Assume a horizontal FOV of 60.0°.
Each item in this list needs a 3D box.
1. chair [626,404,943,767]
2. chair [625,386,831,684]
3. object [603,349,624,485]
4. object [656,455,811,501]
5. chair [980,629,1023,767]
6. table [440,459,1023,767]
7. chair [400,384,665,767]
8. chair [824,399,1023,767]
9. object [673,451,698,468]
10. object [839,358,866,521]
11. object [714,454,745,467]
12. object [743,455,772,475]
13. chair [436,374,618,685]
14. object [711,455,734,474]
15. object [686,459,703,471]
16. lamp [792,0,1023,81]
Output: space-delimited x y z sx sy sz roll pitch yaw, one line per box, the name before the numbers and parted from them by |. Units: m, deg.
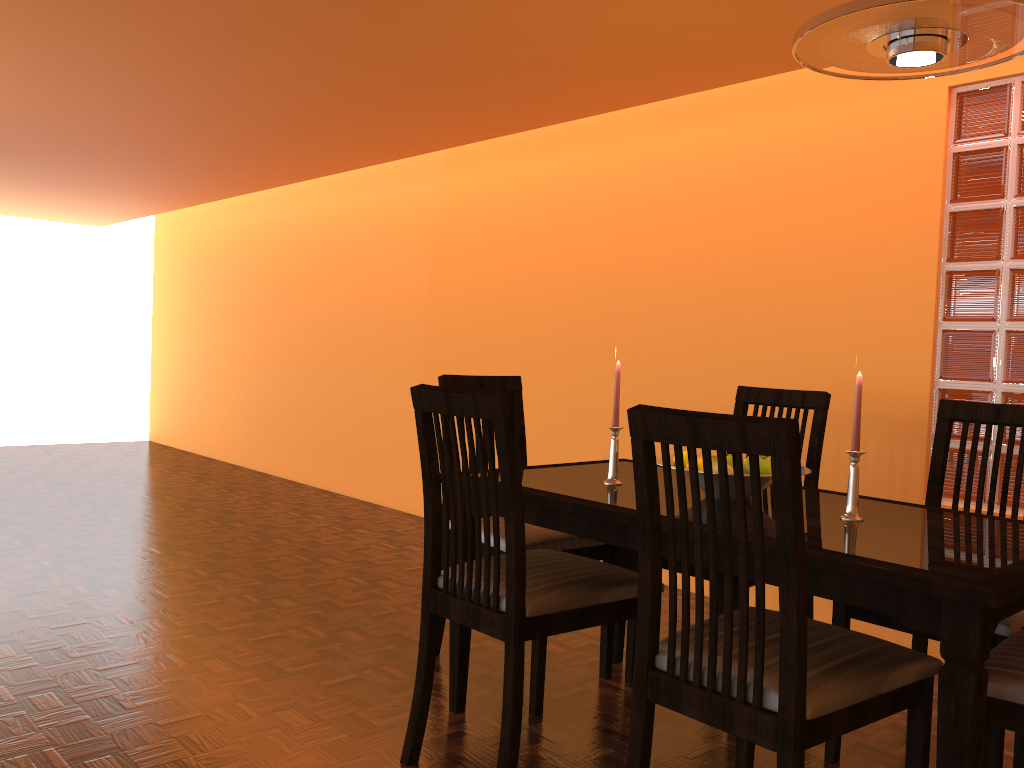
chair | 0.420 0.444 1.449 0.465 0.809 0.373 0 3 -42
chair | 0.599 0.415 2.389 0.465 0.809 0.373 0 3 -42
object | 0.243 0.070 2.067 0.044 0.326 0.044 4 3 36
object | 0.474 0.212 1.934 0.337 0.072 0.337 3 2 14
chair | 0.995 0.471 1.371 0.465 0.809 0.373 4 3 43
table | 0.478 0.541 1.908 0.697 0.584 1.259 0 3 -42
chair | 0.032 0.412 1.874 0.465 0.809 0.373 0 3 -42
chair | 0.987 0.448 1.964 0.465 0.809 0.373 0 3 -42
object | 0.386 0.172 1.968 0.055 0.046 0.046 4 3 31
object | 0.669 0.101 1.724 0.044 0.326 0.044 4 3 36
object | 0.478 0.195 1.974 0.089 0.076 0.087 1 3 -36
object | 0.526 0.180 1.881 0.069 0.066 0.069 1 3 -33
chair | 0.017 0.388 2.457 0.373 0.809 0.465 1 3 -37
object | 0.446 0.190 1.880 0.066 0.070 0.055 4 3 29
object | 0.399 0.186 1.920 0.046 0.046 0.055 3 2 11
lamp | 0.746 -0.732 1.622 0.435 0.274 0.435 2 2 -20
